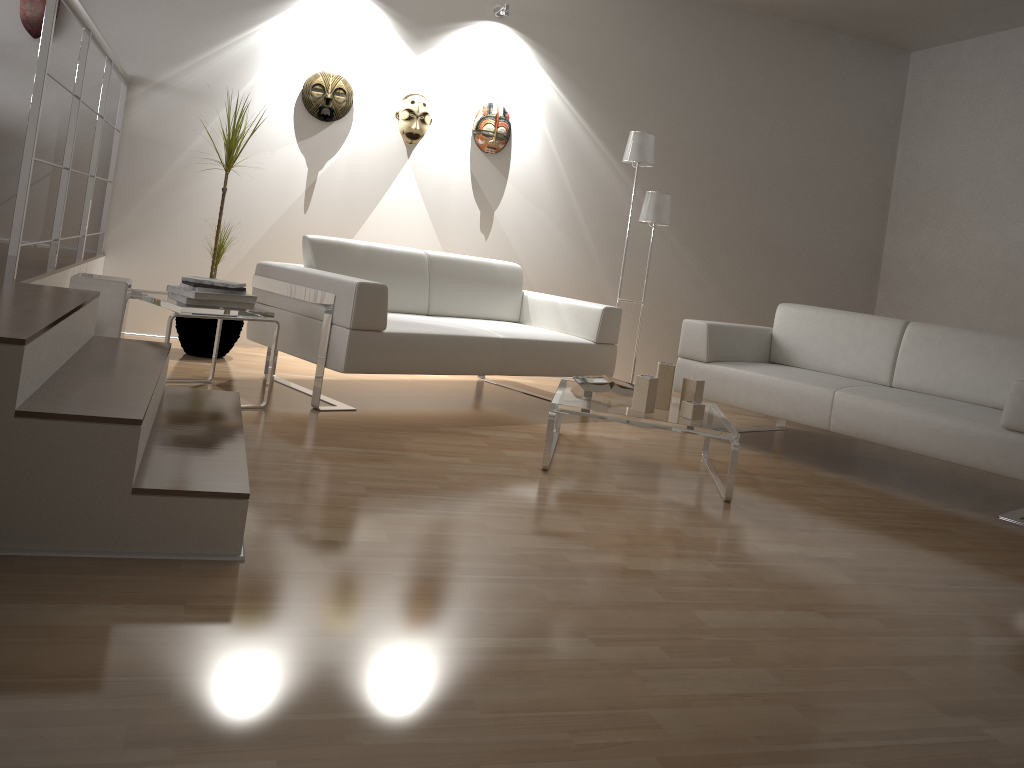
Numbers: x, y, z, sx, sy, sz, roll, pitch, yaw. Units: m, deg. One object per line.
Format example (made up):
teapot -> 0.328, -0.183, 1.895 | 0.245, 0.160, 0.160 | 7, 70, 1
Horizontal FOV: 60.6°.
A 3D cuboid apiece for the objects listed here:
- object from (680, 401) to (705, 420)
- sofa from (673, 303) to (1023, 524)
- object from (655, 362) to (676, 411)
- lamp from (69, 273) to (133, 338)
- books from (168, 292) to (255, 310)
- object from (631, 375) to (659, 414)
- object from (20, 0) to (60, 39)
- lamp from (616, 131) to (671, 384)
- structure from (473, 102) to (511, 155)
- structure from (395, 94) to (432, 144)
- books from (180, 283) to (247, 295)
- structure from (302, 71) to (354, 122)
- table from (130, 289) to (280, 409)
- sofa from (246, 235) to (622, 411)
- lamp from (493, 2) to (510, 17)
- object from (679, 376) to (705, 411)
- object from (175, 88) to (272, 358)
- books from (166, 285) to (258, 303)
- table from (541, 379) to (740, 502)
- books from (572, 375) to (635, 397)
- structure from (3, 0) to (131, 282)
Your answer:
object -> 0.703, 0.096, 3.407 | 0.066, 0.074, 0.068 | 6, 4, -34
sofa -> 1.797, 0.039, 4.316 | 0.899, 0.737, 1.811 | 4, 8, -44
object -> 0.615, 0.002, 3.545 | 0.067, 0.196, 0.067 | 8, 0, 6
lamp -> -1.544, -0.158, 3.236 | 0.197, 0.480, 0.194 | 8, 0, -19
books -> -1.244, -0.347, 3.627 | 0.285, 0.027, 0.231 | 2, 10, -39
object -> 0.517, 0.032, 3.396 | 0.068, 0.150, 0.066 | 9, 1, 41
object -> -2.610, -2.319, 4.896 | 0.152, 0.788, 0.149 | 8, -1, 26
lamp -> 0.786, -0.754, 5.551 | 0.365, 1.669, 0.208 | 8, -1, 1
structure -> -0.119, -1.688, 5.758 | 0.263, 0.354, 0.076 | 7, 0, -19
structure -> -0.613, -1.689, 5.561 | 0.241, 0.329, 0.131 | 8, 1, -18
books -> -1.237, -0.394, 3.628 | 0.154, 0.014, 0.215 | 15, 11, 40
structure -> -1.135, -1.780, 5.411 | 0.315, 0.316, 0.070 | 7, 0, -18
table -> -1.342, -0.154, 3.689 | 0.460, 0.399, 0.559 | 4, 7, -44
sofa -> -0.347, -0.311, 4.578 | 1.769, 0.737, 0.920 | 2, 8, -44
lamp -> -0.062, -2.432, 5.694 | 0.079, 0.108, 0.193 | 7, 6, -19
object -> 0.729, 0.041, 3.547 | 0.068, 0.151, 0.066 | 9, 1, 41
object -> -1.597, -0.886, 4.759 | 0.439, 1.472, 0.503 | 8, 0, -6
books -> -1.240, -0.373, 3.627 | 0.230, 0.027, 0.286 | 15, 11, 40
table -> 0.512, 0.203, 3.605 | 0.702, 0.248, 0.800 | 9, 7, 6
books -> 0.418, 0.002, 3.826 | 0.291, 0.056, 0.206 | 8, 8, -4
structure -> -1.948, -1.068, 3.979 | 0.057, 1.044, 2.359 | 9, 6, -20
